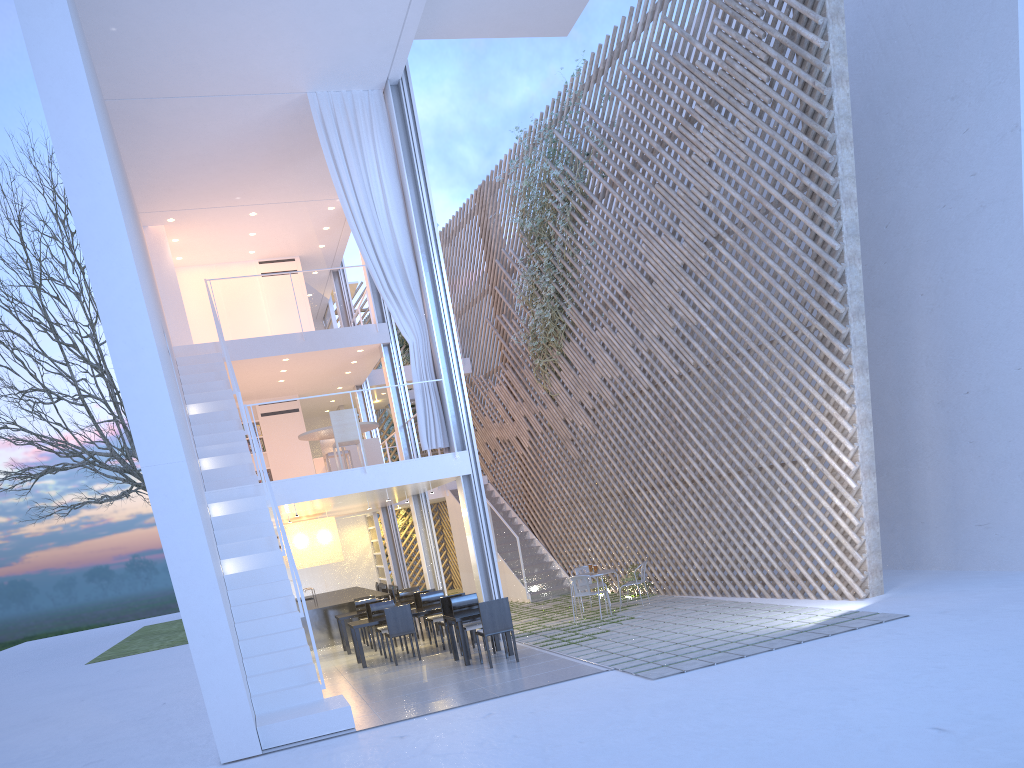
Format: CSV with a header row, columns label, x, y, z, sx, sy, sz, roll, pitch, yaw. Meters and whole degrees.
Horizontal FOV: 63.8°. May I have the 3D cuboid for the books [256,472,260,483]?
label,x,y,z,sx,sy,sz,roll,pitch,yaw
books,-2.807,1.048,9.117,0.015,0.158,0.085,-14,8,-20

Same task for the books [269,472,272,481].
label,x,y,z,sx,sy,sz,roll,pitch,yaw
books,-2.689,1.045,9.160,0.006,0.134,0.070,-14,9,-20

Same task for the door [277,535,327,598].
label,x,y,z,sx,sy,sz,roll,pitch,yaw
door,-2.522,2.123,8.484,0.477,1.193,5.484,-11,-8,-8

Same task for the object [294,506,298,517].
label,x,y,z,sx,sy,sz,roll,pitch,yaw
object,-1.557,0.915,5.927,0.029,0.082,0.027,-11,10,-6

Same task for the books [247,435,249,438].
label,x,y,z,sx,sy,sz,roll,pitch,yaw
books,-2.489,0.998,7.481,0.034,1.669,3.584,-12,-4,-11

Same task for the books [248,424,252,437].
label,x,y,z,sx,sy,sz,roll,pitch,yaw
books,-2.509,1.003,7.491,0.030,1.728,3.562,-12,-4,-9

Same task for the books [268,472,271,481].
label,x,y,z,sx,sy,sz,roll,pitch,yaw
books,-2.696,1.046,9.148,0.015,0.128,0.091,-14,6,-20

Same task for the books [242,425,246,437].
label,x,y,z,sx,sy,sz,roll,pitch,yaw
books,-2.525,1.011,7.501,0.023,1.722,3.522,-12,-4,-11

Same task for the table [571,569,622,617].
label,x,y,z,sx,sy,sz,roll,pitch,yaw
table,0.689,1.705,6.715,0.357,0.345,0.330,-9,3,35

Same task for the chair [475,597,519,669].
label,x,y,z,sx,sy,sz,roll,pitch,yaw
chair,-0.114,1.570,5.211,0.188,0.455,0.232,-13,8,-18

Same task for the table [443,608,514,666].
label,x,y,z,sx,sy,sz,roll,pitch,yaw
table,-0.221,1.687,5.535,0.352,0.343,0.350,-11,2,-18

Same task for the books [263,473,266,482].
label,x,y,z,sx,sy,sz,roll,pitch,yaw
books,-2.749,1.056,9.137,0.018,0.125,0.084,-14,7,-20

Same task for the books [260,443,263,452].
label,x,y,z,sx,sy,sz,roll,pitch,yaw
books,-2.768,0.689,9.066,0.010,0.146,0.087,-14,8,-20

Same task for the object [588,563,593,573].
label,x,y,z,sx,sy,sz,roll,pitch,yaw
object,0.647,1.515,6.770,0.032,0.080,0.029,-5,11,27

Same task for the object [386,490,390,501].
label,x,y,z,sx,sy,sz,roll,pitch,yaw
object,-0.923,0.827,6.105,0.029,0.082,0.027,-11,10,-6

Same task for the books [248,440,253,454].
label,x,y,z,sx,sy,sz,roll,pitch,yaw
books,-2.875,0.698,9.036,0.015,0.158,0.085,-14,8,-20

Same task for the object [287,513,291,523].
label,x,y,z,sx,sy,sz,roll,pitch,yaw
object,-1.862,1.117,6.862,0.029,0.082,0.027,-11,10,-6

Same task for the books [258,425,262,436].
label,x,y,z,sx,sy,sz,roll,pitch,yaw
books,-2.442,0.993,7.500,0.038,1.669,3.589,-11,-5,-8

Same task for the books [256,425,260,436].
label,x,y,z,sx,sy,sz,roll,pitch,yaw
books,-2.460,1.006,7.496,0.036,1.697,3.590,-11,-4,-9

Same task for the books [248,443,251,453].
label,x,y,z,sx,sy,sz,roll,pitch,yaw
books,-2.887,0.713,9.034,0.015,0.131,0.087,-14,7,-20

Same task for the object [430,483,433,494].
label,x,y,z,sx,sy,sz,roll,pitch,yaw
object,-1.615,1.456,6.875,1.635,0.840,1.859,-9,-5,-20

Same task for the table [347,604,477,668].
label,x,y,z,sx,sy,sz,roll,pitch,yaw
table,-0.753,1.903,6.295,0.898,0.342,0.349,-9,1,-16

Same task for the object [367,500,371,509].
label,x,y,z,sx,sy,sz,roll,pitch,yaw
object,-1.228,1.029,7.039,0.029,0.082,0.027,-11,10,-6

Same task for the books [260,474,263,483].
label,x,y,z,sx,sy,sz,roll,pitch,yaw
books,-2.780,1.055,9.122,0.007,0.133,0.094,-14,6,-20

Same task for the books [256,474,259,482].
label,x,y,z,sx,sy,sz,roll,pitch,yaw
books,-2.819,1.063,9.115,0.015,0.131,0.087,-14,7,-20

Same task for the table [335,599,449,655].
label,x,y,z,sx,sy,sz,roll,pitch,yaw
table,-1.039,2.093,7.173,0.898,0.342,0.349,-9,1,-16

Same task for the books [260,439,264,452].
label,x,y,z,sx,sy,sz,roll,pitch,yaw
books,-2.759,0.686,9.070,0.011,0.150,0.084,-14,8,-20

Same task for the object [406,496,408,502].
label,x,y,z,sx,sy,sz,roll,pitch,yaw
object,-0.913,0.986,7.127,0.029,0.082,0.027,-11,10,-6

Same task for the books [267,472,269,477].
label,x,y,z,sx,sy,sz,roll,pitch,yaw
books,-2.711,1.038,9.145,0.011,0.150,0.084,-14,8,-20

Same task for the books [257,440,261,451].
label,x,y,z,sx,sy,sz,roll,pitch,yaw
books,-2.784,0.689,9.060,0.009,0.151,0.088,-14,8,-20

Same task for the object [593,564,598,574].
label,x,y,z,sx,sy,sz,roll,pitch,yaw
object,0.668,1.481,6.579,0.032,0.080,0.029,-5,11,27

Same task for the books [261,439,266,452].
label,x,y,z,sx,sy,sz,roll,pitch,yaw
books,-2.745,0.685,9.075,0.019,0.151,0.082,-14,8,-20

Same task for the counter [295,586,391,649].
label,x,y,z,sx,sy,sz,roll,pitch,yaw
counter,-1.887,2.498,8.941,0.798,0.381,2.540,-9,-8,-19

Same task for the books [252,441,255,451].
label,x,y,z,sx,sy,sz,roll,pitch,yaw
books,-2.843,0.700,9.050,0.015,0.147,0.077,-14,9,-20

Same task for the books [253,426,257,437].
label,x,y,z,sx,sy,sz,roll,pitch,yaw
books,-2.470,0.994,7.502,0.045,1.661,3.567,-11,-5,-9
